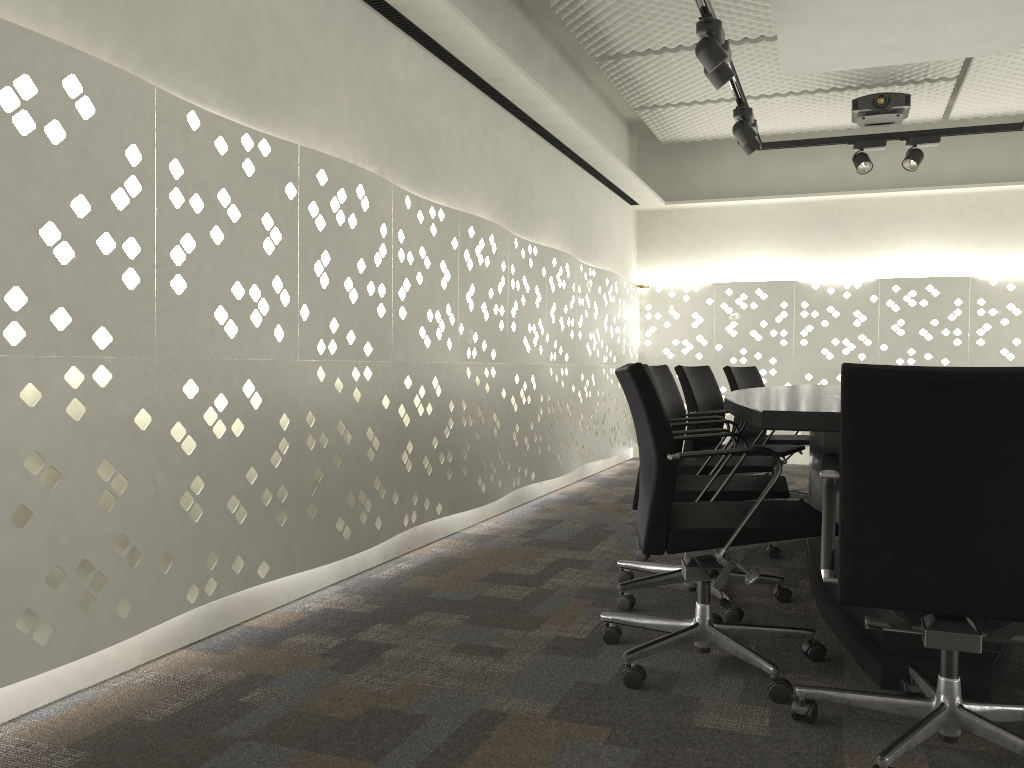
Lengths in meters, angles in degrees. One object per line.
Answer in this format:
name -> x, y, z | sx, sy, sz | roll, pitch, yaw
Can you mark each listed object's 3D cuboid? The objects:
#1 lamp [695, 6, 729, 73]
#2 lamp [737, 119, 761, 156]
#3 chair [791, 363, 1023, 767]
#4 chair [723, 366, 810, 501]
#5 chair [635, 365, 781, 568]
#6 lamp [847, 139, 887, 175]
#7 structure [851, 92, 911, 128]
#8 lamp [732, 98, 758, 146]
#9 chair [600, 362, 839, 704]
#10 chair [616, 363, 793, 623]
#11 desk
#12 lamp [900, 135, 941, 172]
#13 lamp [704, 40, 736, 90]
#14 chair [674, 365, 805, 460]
lamp -> 0.775, -1.306, 3.414 | 0.126, 0.224, 0.213 | 1, 1, 24
lamp -> 1.277, -1.329, 4.753 | 0.126, 0.224, 0.213 | 1, 1, 24
chair -> 0.844, 0.339, 1.741 | 0.559, 0.757, 0.579 | 1, 1, 25
chair -> 1.422, 0.283, 4.745 | 0.579, 0.757, 0.559 | 1, 2, 40
chair -> 0.772, 0.302, 3.535 | 0.579, 0.757, 0.559 | 1, 1, 25
lamp -> 2.057, -1.330, 5.142 | 0.213, 0.224, 0.126 | 1, 1, 24
structure -> 2.247, -1.672, 5.413 | 0.327, 0.144, 0.371 | 1, 1, 21
lamp -> 1.198, -1.325, 4.544 | 0.126, 0.224, 0.213 | 1, 1, 24
chair -> 0.510, 0.326, 2.254 | 0.579, 0.757, 0.559 | 1, 1, 10
chair -> 0.605, 0.314, 2.861 | 0.579, 0.757, 0.559 | 1, 1, 20
desk -> 1.456, 0.363, 3.319 | 1.223, 0.658, 3.364 | 1, 1, 21
lamp -> 2.326, -1.326, 5.051 | 0.214, 0.224, 0.118 | 1, 1, 9
lamp -> 0.853, -1.309, 3.623 | 0.126, 0.224, 0.213 | 1, 1, 24
chair -> 1.039, 0.292, 4.115 | 0.579, 0.757, 0.559 | 1, 1, 35
